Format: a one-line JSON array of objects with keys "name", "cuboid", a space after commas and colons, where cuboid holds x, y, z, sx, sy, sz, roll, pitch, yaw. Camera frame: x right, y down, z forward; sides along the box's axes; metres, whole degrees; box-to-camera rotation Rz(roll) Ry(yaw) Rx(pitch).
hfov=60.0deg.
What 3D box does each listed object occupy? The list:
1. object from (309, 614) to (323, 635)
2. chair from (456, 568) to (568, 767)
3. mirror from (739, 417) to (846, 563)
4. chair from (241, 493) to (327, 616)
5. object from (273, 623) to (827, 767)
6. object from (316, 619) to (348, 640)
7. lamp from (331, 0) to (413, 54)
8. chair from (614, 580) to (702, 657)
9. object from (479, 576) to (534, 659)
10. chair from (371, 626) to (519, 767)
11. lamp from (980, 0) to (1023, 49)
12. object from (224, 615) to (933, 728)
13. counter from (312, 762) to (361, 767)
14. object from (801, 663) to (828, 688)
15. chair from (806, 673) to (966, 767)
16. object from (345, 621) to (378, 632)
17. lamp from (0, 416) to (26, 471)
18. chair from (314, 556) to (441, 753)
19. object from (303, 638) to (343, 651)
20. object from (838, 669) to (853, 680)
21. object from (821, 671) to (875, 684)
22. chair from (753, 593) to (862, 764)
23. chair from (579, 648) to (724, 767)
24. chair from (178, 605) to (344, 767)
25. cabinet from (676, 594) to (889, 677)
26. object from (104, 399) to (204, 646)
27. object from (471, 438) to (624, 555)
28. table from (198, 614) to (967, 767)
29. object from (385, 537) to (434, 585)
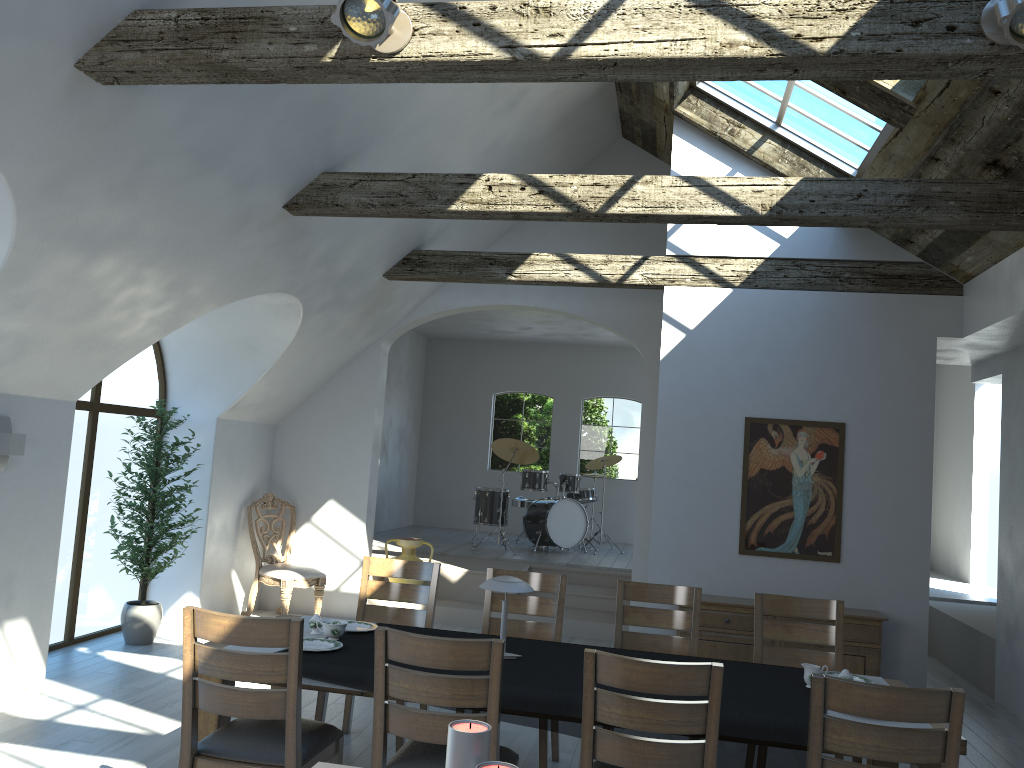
[{"name": "object", "cuboid": [-0.934, 1.142, 4.223, 0.064, 0.092, 0.064, 1, -6, 29]}, {"name": "chair", "cuboid": [0.009, 1.544, 4.776, 0.514, 1.006, 0.605, 3, -5, 10]}, {"name": "mirror", "cuboid": [2.120, 0.794, 6.720, 0.736, 1.047, 0.009, 3, -5, 10]}, {"name": "chair", "cuboid": [-2.114, 1.622, 8.283, 0.655, 1.159, 0.552, 1, -6, 35]}, {"name": "object", "cuboid": [0.235, 1.361, 3.943, 2.456, 0.227, 1.073, 3, -5, 11]}, {"name": "object", "cuboid": [-0.830, 1.146, 4.123, 0.130, 0.081, 0.124, 8, -6, -37]}, {"name": "lamp", "cuboid": [-0.494, -1.350, 3.187, 0.233, 0.311, 0.354, 3, -5, 10]}, {"name": "chair", "cuboid": [0.741, 1.585, 4.643, 0.514, 1.006, 0.605, 3, -5, 10]}, {"name": "object", "cuboid": [-0.033, 1.051, 4.011, 0.251, 0.362, 0.251, 1, -6, 33]}, {"name": "chair", "cuboid": [-0.247, 1.404, 3.333, 0.514, 1.006, 0.605, 3, -5, 10]}, {"name": "lamp", "cuboid": [1.634, -1.212, 2.802, 0.233, 0.323, 0.343, 3, -5, 10]}, {"name": "object", "cuboid": [0.235, 1.289, 3.947, 2.872, 0.077, 1.050, 3, -5, 10]}, {"name": "counter", "cuboid": [-0.080, 1.323, 1.498, 1.029, 0.879, 1.029, 3, -5, 10]}, {"name": "object", "cuboid": [1.308, 1.265, 3.847, 0.100, 0.098, 0.071, 6, -5, -21]}, {"name": "chair", "cuboid": [1.217, 1.484, 3.066, 0.514, 1.006, 0.605, 3, -5, 10]}, {"name": "object", "cuboid": [-0.787, 1.204, 4.389, 0.250, 0.017, 0.253, 3, -5, 10]}, {"name": "lamp", "cuboid": [-2.953, 0.354, 5.194, 0.127, 0.325, 0.127, 3, -5, 10]}, {"name": "chair", "cuboid": [-0.723, 1.504, 4.910, 0.514, 1.006, 0.605, 3, -5, 10]}, {"name": "object", "cuboid": [-0.876, 1.159, 3.925, 0.250, 0.017, 0.253, 3, -5, 10]}, {"name": "object", "cuboid": [1.434, 1.274, 3.814, 0.064, 0.092, 0.064, 5, -5, -12]}, {"name": "object", "cuboid": [1.496, 1.331, 3.990, 0.250, 0.017, 0.253, 3, -5, 10]}, {"name": "chair", "cuboid": [1.473, 1.625, 4.509, 0.514, 1.006, 0.605, 3, -5, 10]}, {"name": "chair", "cuboid": [0.485, 1.444, 3.199, 0.514, 1.006, 0.605, 3, -5, 10]}, {"name": "chair", "cuboid": [-0.979, 1.363, 3.466, 0.514, 1.006, 0.605, 3, -5, 10]}, {"name": "cabinet", "cuboid": [1.911, 1.968, 6.467, 1.481, 0.714, 0.383, 3, -5, 10]}, {"name": "object", "cuboid": [-2.840, 1.073, 7.020, 0.718, 1.920, 0.737, 1, -6, 29]}, {"name": "object", "cuboid": [0.351, 1.453, 11.633, 2.354, 1.383, 1.465, 7, -6, -35]}, {"name": "table", "cuboid": [0.193, 1.619, 3.918, 3.078, 0.737, 0.939, 3, -5, 10]}, {"name": "object", "cuboid": [-1.057, 1.870, 8.967, 0.402, 0.605, 0.396, 7, -6, -33]}]
